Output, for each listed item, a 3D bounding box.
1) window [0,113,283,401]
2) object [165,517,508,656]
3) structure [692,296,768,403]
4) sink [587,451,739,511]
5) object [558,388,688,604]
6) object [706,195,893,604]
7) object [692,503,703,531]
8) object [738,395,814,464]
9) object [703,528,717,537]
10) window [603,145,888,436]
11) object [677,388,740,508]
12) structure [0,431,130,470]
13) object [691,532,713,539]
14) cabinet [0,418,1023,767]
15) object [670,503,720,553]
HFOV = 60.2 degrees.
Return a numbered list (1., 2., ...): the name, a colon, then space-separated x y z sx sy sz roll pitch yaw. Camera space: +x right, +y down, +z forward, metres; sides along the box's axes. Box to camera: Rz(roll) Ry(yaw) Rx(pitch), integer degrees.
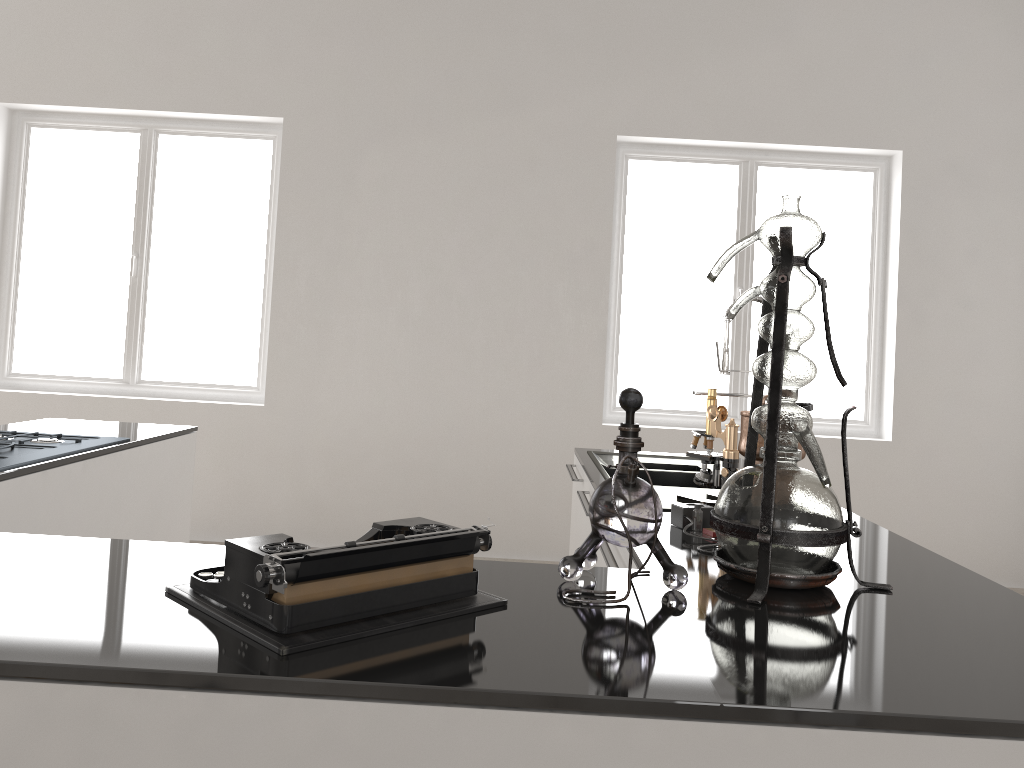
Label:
1. window: -2.332 -0.808 5.556 1.725 1.746 0.070 3 -2 1
2. object: -0.237 0.246 1.251 0.382 0.111 0.317 1 3 -45
3. structure: 0.707 0.006 2.762 0.280 0.583 0.130 3 -2 0
4. sink: 0.511 0.353 2.686 0.485 0.141 1.165 3 2 0
5. object: 0.182 0.163 1.399 0.203 0.313 0.221 3 -1 -1
6. object: 0.440 0.002 1.486 0.319 0.652 0.293 2 -2 44
7. object: 0.394 0.283 1.878 0.017 0.056 0.017 4 -2 -20
8. object: 0.696 0.169 2.361 0.186 0.280 0.207 2 -1 41
9. object: 0.418 0.309 1.837 0.026 0.011 0.039 3 2 -20
10. window: 1.466 -0.595 5.520 1.725 1.746 0.070 3 -2 1
11. object: 0.519 0.159 2.220 0.131 0.292 0.169 4 -1 -30
12. structure: -1.504 0.177 2.467 0.520 0.014 0.842 3 2 0
13. object: 0.394 0.313 1.829 0.020 0.001 0.060 2 2 -20
14. cabinet: -0.515 0.693 2.156 2.705 0.884 2.461 3 2 0
15. object: 0.403 0.294 1.766 0.123 0.045 0.376 3 2 -11
